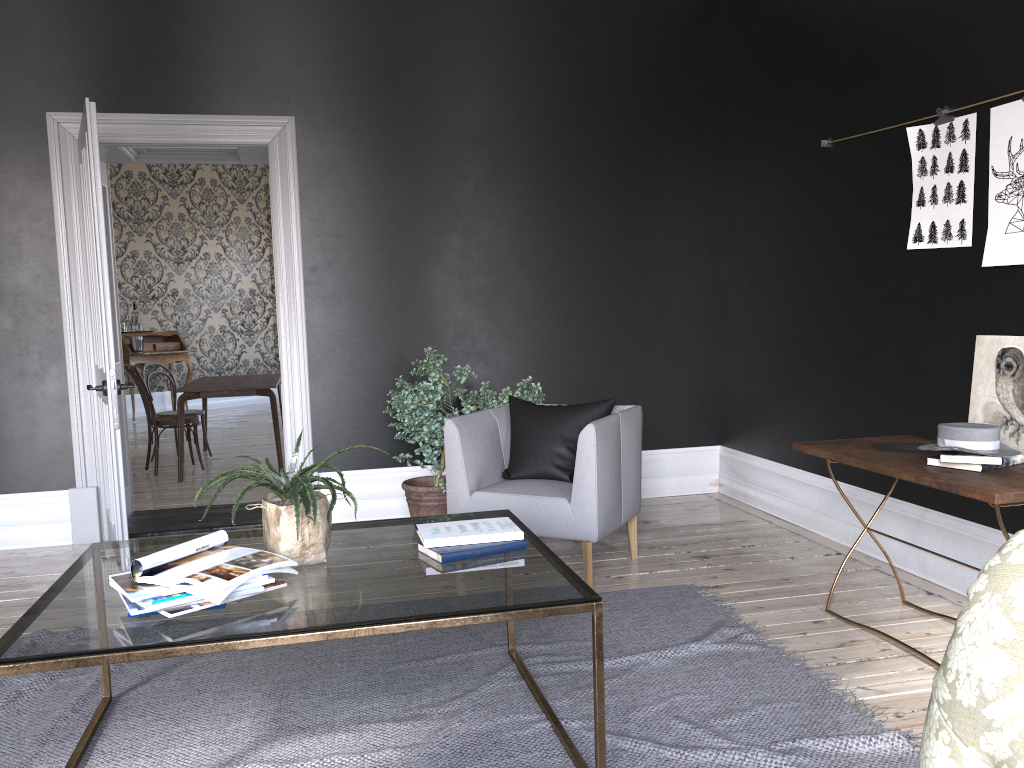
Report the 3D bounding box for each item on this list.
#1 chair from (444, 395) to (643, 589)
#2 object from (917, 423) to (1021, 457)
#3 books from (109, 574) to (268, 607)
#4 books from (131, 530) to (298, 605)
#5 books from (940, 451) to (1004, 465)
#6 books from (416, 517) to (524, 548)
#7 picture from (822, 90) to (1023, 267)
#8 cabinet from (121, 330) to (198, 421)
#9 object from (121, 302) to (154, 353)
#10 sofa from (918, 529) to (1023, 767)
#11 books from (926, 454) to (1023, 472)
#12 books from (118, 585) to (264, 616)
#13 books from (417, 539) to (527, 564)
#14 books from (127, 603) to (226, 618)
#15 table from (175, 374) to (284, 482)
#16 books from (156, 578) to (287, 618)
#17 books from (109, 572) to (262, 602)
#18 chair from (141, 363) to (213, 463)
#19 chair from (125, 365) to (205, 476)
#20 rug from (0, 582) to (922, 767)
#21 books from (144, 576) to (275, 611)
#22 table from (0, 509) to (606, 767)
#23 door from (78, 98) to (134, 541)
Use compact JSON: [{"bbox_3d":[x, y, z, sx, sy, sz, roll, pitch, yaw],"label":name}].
[{"bbox_3d":[0.202,0.506,4.465,0.818,0.864,0.769,1,6,28],"label":"chair"},{"bbox_3d":[1.581,0.187,3.072,0.328,0.088,0.258,3,6,43],"label":"object"},{"bbox_3d":[-0.843,0.511,2.312,0.318,0.011,0.252,-6,6,-41],"label":"books"},{"bbox_3d":[-0.776,0.483,2.335,0.273,0.109,0.321,0,5,22],"label":"books"},{"bbox_3d":[1.608,0.242,3.101,0.193,0.030,0.289,1,5,28],"label":"books"},{"bbox_3d":[-0.138,0.470,2.818,0.307,0.024,0.220,-3,5,-13],"label":"books"},{"bbox_3d":[2.186,-0.778,2.663,0.058,0.772,4.450,-3,5,-13],"label":"picture"},{"bbox_3d":[-4.892,-0.130,12.216,0.904,1.201,0.912,3,7,42],"label":"cabinet"},{"bbox_3d":[-5.123,-0.781,12.166,0.440,0.683,0.631,-7,7,-43],"label":"object"},{"bbox_3d":[-0.225,0.709,0.479,2.812,1.163,1.603,-3,5,-12],"label":"sofa"},{"bbox_3d":[1.631,0.268,3.123,0.268,0.029,0.202,-5,5,-32],"label":"books"},{"bbox_3d":[-0.838,0.532,2.306,0.318,0.011,0.252,-5,5,-31],"label":"books"},{"bbox_3d":[-0.126,0.501,2.756,0.289,0.030,0.192,-4,5,-28],"label":"books"},{"bbox_3d":[-0.861,0.561,2.308,0.231,0.023,0.162,-3,5,-12],"label":"books"},{"bbox_3d":[-2.546,0.348,8.222,0.850,0.756,1.792,-3,5,-13],"label":"table"},{"bbox_3d":[-0.798,0.540,2.326,0.252,0.011,0.318,3,6,44],"label":"books"},{"bbox_3d":[-0.852,0.500,2.311,0.318,0.011,0.252,-5,6,-36],"label":"books"},{"bbox_3d":[-3.188,0.257,8.411,0.550,0.925,0.438,1,6,25],"label":"chair"},{"bbox_3d":[-3.028,0.293,7.753,0.540,0.951,0.419,-5,6,-33],"label":"chair"},{"bbox_3d":[-0.657,1.076,2.822,3.644,0.050,2.102,-3,5,-12],"label":"rug"},{"bbox_3d":[-0.824,0.521,2.310,0.318,0.011,0.252,-6,6,-41],"label":"books"},{"bbox_3d":[-0.586,0.819,2.659,1.448,0.559,1.091,-3,5,-13],"label":"table"},{"bbox_3d":[-2.211,-0.212,4.828,0.216,2.378,1.096,-4,6,-25],"label":"door"}]
